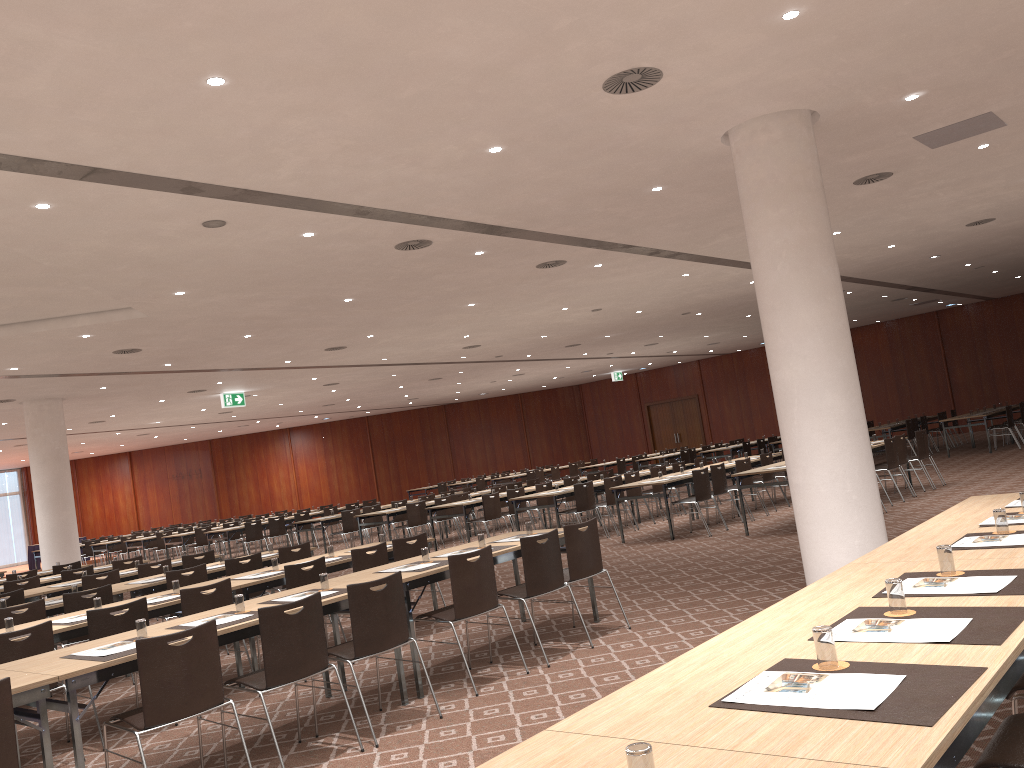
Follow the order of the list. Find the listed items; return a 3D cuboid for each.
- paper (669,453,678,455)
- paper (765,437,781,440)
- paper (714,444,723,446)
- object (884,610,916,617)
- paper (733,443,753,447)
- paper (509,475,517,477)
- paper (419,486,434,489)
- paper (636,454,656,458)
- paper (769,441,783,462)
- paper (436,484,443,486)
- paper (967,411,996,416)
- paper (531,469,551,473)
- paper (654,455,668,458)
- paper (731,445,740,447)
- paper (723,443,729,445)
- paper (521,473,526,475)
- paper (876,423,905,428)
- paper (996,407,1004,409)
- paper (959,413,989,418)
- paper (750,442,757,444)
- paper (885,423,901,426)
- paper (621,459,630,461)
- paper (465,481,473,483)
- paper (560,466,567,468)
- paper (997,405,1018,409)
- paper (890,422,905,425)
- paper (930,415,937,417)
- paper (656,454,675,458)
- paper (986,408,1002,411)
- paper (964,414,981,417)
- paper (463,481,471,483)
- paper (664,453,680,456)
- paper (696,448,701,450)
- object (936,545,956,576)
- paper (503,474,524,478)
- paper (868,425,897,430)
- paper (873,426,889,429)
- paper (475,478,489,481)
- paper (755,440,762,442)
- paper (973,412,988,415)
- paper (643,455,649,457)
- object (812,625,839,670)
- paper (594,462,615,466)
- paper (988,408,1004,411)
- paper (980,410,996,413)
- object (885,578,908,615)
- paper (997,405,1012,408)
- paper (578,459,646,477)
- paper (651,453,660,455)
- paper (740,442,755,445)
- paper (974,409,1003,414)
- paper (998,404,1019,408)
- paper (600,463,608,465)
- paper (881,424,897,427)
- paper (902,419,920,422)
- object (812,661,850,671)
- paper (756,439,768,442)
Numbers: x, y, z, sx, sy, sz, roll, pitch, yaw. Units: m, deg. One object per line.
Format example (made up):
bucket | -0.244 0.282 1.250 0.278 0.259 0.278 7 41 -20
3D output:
paper | 4.543 1.998 25.213 0.398 0.006 0.283 -12 -6 40
paper | 7.573 1.566 25.619 0.566 0.003 0.460 -13 -6 41
paper | 6.424 1.878 27.408 0.398 0.006 0.283 -12 -6 39
object | 1.317 0.779 3.012 0.102 0.001 0.102 -9 -4 6
paper | 6.123 1.654 23.871 0.566 0.003 0.460 -12 -6 38
paper | -0.001 2.934 28.241 0.398 0.006 0.283 -13 -6 41
paper | -2.893 3.582 30.792 0.566 0.003 0.460 -12 -6 39
paper | 4.164 2.254 27.711 0.566 0.003 0.460 -13 -6 42
paper | 7.572 1.761 22.666 0.954 0.832 2.266 -12 -6 40
paper | -2.574 3.567 31.290 0.398 0.006 0.283 -13 -6 42
paper | 10.628 0.662 20.034 0.566 0.003 0.460 -12 -6 39
paper | 0.949 2.866 29.214 0.566 0.003 0.460 -12 -6 39
paper | 4.110 2.024 24.681 0.398 0.006 0.283 -12 -6 38
paper | 6.038 1.664 23.879 0.398 0.006 0.283 -12 -5 37
paper | 6.538 1.864 27.412 0.566 0.003 0.460 -12 -6 40
paper | 0.509 2.897 28.731 0.566 0.003 0.460 -12 -6 39
paper | 9.089 0.998 21.307 0.566 0.003 0.460 -13 -6 42
paper | 11.980 0.583 21.764 0.398 0.006 0.283 -13 -6 42
paper | 10.171 0.693 19.530 0.566 0.003 0.460 -12 -6 38
paper | 6.561 1.626 24.378 0.566 0.003 0.460 -13 -6 42
paper | 9.540 0.967 21.804 0.566 0.003 0.460 -12 -6 40
paper | 3.523 2.295 26.964 0.566 0.003 0.460 -13 -6 41
paper | -1.416 3.253 29.488 0.566 0.003 0.460 -12 -6 38
paper | 1.549 2.830 29.937 0.566 0.003 0.460 -12 -6 38
paper | 12.095 0.568 21.738 0.566 0.003 0.460 -13 -6 41
paper | 9.476 0.974 21.821 0.398 0.006 0.283 -13 -6 41
paper | 10.986 0.879 23.545 0.566 0.003 0.460 -13 -6 42
paper | 4.188 2.016 24.691 0.566 0.003 0.460 -12 -6 40
paper | 11.565 0.608 21.250 0.398 0.006 0.283 -12 -6 38
paper | 10.124 0.697 19.529 0.398 0.006 0.283 -12 -6 39
paper | -1.528 3.268 29.508 0.398 0.006 0.283 -13 -6 40
paper | 4.623 1.988 25.187 0.566 0.003 0.460 -13 -6 41
paper | 5.676 1.919 26.397 0.566 0.003 0.460 -13 -6 43
object | 1.720 0.697 3.514 0.054 0.114 0.054 -9 -4 6
paper | 0.074 2.927 28.252 0.566 0.003 0.460 -13 -6 41
paper | 8.705 1.019 20.806 0.566 0.003 0.460 -13 -6 42
paper | 8.632 1.028 20.831 0.398 0.006 0.283 -13 -6 42
paper | -1.016 3.231 29.997 0.566 0.003 0.460 -12 -6 40
paper | 7.066 1.602 25.124 0.398 0.006 0.283 -12 -6 39
paper | 10.533 0.673 20.034 0.398 0.006 0.283 -13 -6 41
paper | 4.072 2.263 27.691 0.398 0.006 0.283 -13 -6 41
object | 0.890 0.748 2.521 0.054 0.114 0.054 -9 -4 6
paper | 2.699 2.346 25.982 0.566 0.003 0.460 -13 -6 41
paper | 11.656 0.600 21.287 0.566 0.003 0.460 -12 -6 39
paper | 10.970 0.643 20.519 0.398 0.006 0.283 -12 -6 40
object | 1.310 0.723 3.024 0.054 0.114 0.054 -9 -4 6
paper | 12.406 0.555 22.248 0.398 0.006 0.283 -13 -6 42
paper | 3.081 2.753 26.529 0.954 0.832 2.266 -12 -6 40
paper | 4.504 2.234 28.186 0.398 0.006 0.283 -13 -6 43
paper | 6.464 1.638 24.391 0.398 0.006 0.283 -13 -6 42
paper | 11.041 0.637 20.532 0.566 0.003 0.460 -13 -6 41
paper | 12.483 0.547 22.243 0.566 0.003 0.460 -12 -5 37
paper | 2.649 2.349 25.973 0.398 0.006 0.283 -13 -6 42
paper | 9.037 1.004 21.330 0.398 0.006 0.283 -12 -6 39
paper | 10.162 0.929 22.558 0.566 0.003 0.460 -13 -6 42
object | 0.910 0.804 2.530 0.102 0.001 0.102 -9 -4 6
paper | 7.175 1.589 25.117 0.566 0.003 0.460 -12 -6 39
